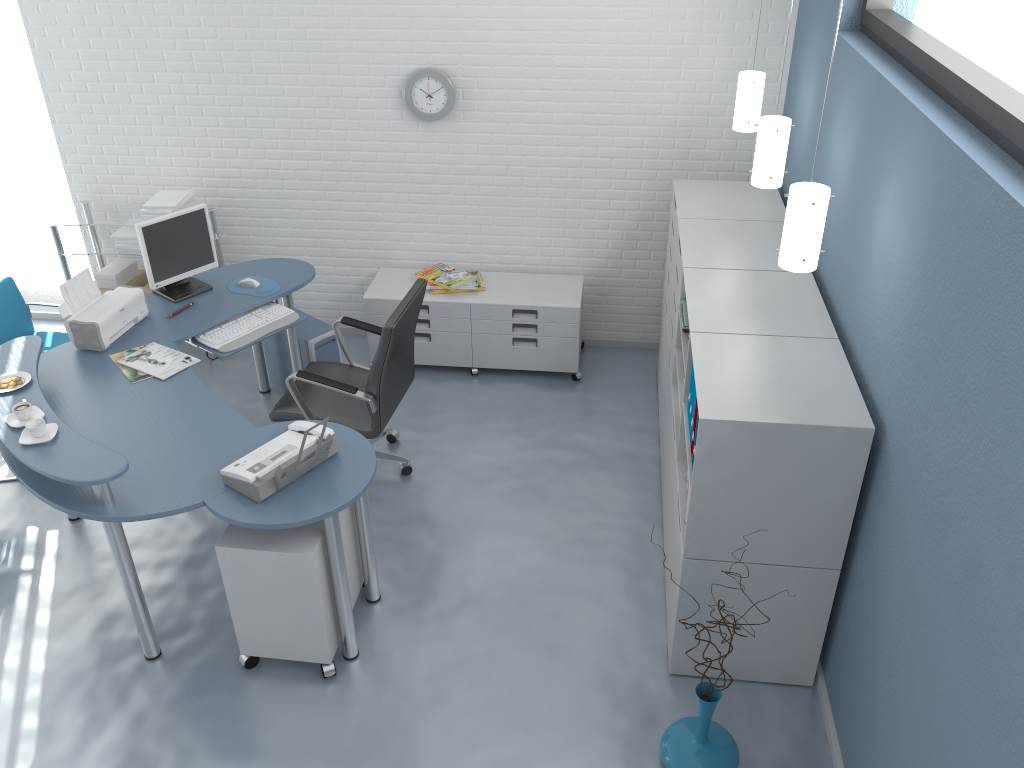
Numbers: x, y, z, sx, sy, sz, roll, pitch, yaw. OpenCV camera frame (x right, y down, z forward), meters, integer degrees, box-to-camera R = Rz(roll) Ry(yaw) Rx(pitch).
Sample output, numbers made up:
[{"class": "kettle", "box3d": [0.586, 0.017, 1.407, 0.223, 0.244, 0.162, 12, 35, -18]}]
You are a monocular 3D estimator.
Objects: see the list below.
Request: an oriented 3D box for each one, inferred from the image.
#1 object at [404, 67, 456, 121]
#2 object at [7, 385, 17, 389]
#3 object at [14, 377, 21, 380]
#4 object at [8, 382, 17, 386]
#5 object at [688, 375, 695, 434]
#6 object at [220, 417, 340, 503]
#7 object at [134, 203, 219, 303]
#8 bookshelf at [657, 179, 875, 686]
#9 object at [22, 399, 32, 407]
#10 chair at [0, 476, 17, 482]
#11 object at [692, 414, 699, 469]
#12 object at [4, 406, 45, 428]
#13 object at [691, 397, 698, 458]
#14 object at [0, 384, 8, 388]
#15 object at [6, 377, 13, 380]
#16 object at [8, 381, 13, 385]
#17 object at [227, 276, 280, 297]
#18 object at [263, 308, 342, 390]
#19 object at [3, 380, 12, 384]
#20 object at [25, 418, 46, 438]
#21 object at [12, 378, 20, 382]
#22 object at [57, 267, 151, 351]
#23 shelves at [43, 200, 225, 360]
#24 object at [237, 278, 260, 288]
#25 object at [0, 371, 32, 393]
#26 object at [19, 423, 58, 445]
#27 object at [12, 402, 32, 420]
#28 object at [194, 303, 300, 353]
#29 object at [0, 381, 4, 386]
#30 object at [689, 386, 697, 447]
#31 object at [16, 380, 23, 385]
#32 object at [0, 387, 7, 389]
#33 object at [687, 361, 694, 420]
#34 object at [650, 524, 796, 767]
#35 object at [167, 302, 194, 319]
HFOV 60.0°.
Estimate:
[{"class": "object", "box3d": [-0.445, -1.571, 4.814, 0.279, 0.277, 0.041, 3, 31, 6]}, {"class": "object", "box3d": [-1.912, 0.011, 3.391, 0.027, 0.005, 0.025, -3, 31, -3]}, {"class": "object", "box3d": [-1.919, -0.020, 3.441, 0.025, 0.005, 0.027, -14, 34, -21]}, {"class": "object", "box3d": [-1.914, 0.000, 3.400, 0.025, 0.005, 0.027, -1, 31, -1]}, {"class": "object", "box3d": [0.726, 0.058, 3.126, 0.181, 0.247, 0.082, 3, 31, 6]}, {"class": "object", "box3d": [-0.786, 0.182, 3.099, 0.399, 0.280, 0.405, 21, 37, 31]}, {"class": "object", "box3d": [-1.658, -0.647, 4.352, 0.212, 0.417, 0.365, 23, 39, 34]}, {"class": "bookshelf", "box3d": [0.976, 0.016, 3.960, 0.521, 1.141, 2.294, 3, 31, 6]}, {"class": "object", "box3d": [-1.796, 0.073, 3.275, 0.025, 0.021, 0.119, -21, 37, -30]}, {"class": "chair", "box3d": [-2.598, 0.317, 3.966, 0.543, 0.707, 0.542, -5, 31, -7]}, {"class": "object", "box3d": [0.696, 0.187, 2.913, 0.181, 0.247, 0.082, 3, 31, 6]}, {"class": "object", "box3d": [-1.758, 0.122, 3.202, 0.119, 0.016, 0.119, 27, 41, 37]}, {"class": "object", "box3d": [0.706, 0.144, 2.984, 0.181, 0.247, 0.082, 3, 31, 6]}, {"class": "object", "box3d": [-1.941, 0.007, 3.389, 0.027, 0.005, 0.025, -8, 32, -11]}, {"class": "object", "box3d": [-1.946, -0.017, 3.437, 0.025, 0.005, 0.027, -25, 39, -34]}, {"class": "object", "box3d": [-1.926, -0.003, 3.414, 0.025, 0.005, 0.027, -5, 31, -6]}, {"class": "object", "box3d": [-1.301, -0.508, 4.494, 0.285, 0.026, 0.213, 10, 33, 17]}, {"class": "object", "box3d": [-1.174, -0.157, 4.994, 0.471, 0.422, 0.199, 25, 39, 35]}, {"class": "object", "box3d": [-1.944, -0.009, 3.415, 0.025, 0.005, 0.027, 6, 32, 10]}, {"class": "object", "box3d": [-1.654, 0.155, 3.100, 0.062, 0.049, 0.078, 15, 35, 24]}, {"class": "object", "box3d": [-1.916, -0.017, 3.427, 0.027, 0.005, 0.025, -22, 37, -31]}, {"class": "object", "box3d": [-1.855, -0.358, 4.017, 0.197, 0.273, 0.392, 6, 32, 10]}, {"class": "shelves", "box3d": [-2.198, -0.626, 5.377, 0.896, 0.848, 0.441, 3, 31, 7]}, {"class": "object", "box3d": [-1.335, -0.516, 4.492, 0.115, 0.035, 0.054, 8, 32, 15]}, {"class": "object", "box3d": [-1.935, -0.004, 3.413, 0.162, 0.011, 0.162, -25, 39, -34]}, {"class": "object", "box3d": [-1.657, 0.179, 3.107, 0.119, 0.016, 0.119, -8, 32, -12]}, {"class": "object", "box3d": [-1.759, 0.098, 3.196, 0.062, 0.049, 0.078, -2, 31, -2]}, {"class": "object", "box3d": [-1.266, -0.282, 4.249, 0.276, 0.028, 0.478, 21, 38, 32]}, {"class": "object", "box3d": [-1.961, -0.002, 3.413, 0.027, 0.005, 0.025, 26, 40, 36]}, {"class": "object", "box3d": [0.716, 0.101, 3.055, 0.181, 0.247, 0.082, 3, 31, 6]}, {"class": "object", "box3d": [-1.899, -0.006, 3.417, 0.025, 0.005, 0.027, -15, 34, -22]}, {"class": "object", "box3d": [-1.945, 0.010, 3.392, 0.027, 0.005, 0.025, -12, 33, -18]}, {"class": "object", "box3d": [0.736, 0.015, 3.196, 0.181, 0.247, 0.082, 3, 31, 6]}, {"class": "object", "box3d": [0.613, 0.881, 2.715, 0.312, 0.972, 0.357, -10, 32, -15]}, {"class": "object", "box3d": [-1.592, -0.352, 4.253, 0.013, 0.013, 0.178, 13, 34, 21]}]
